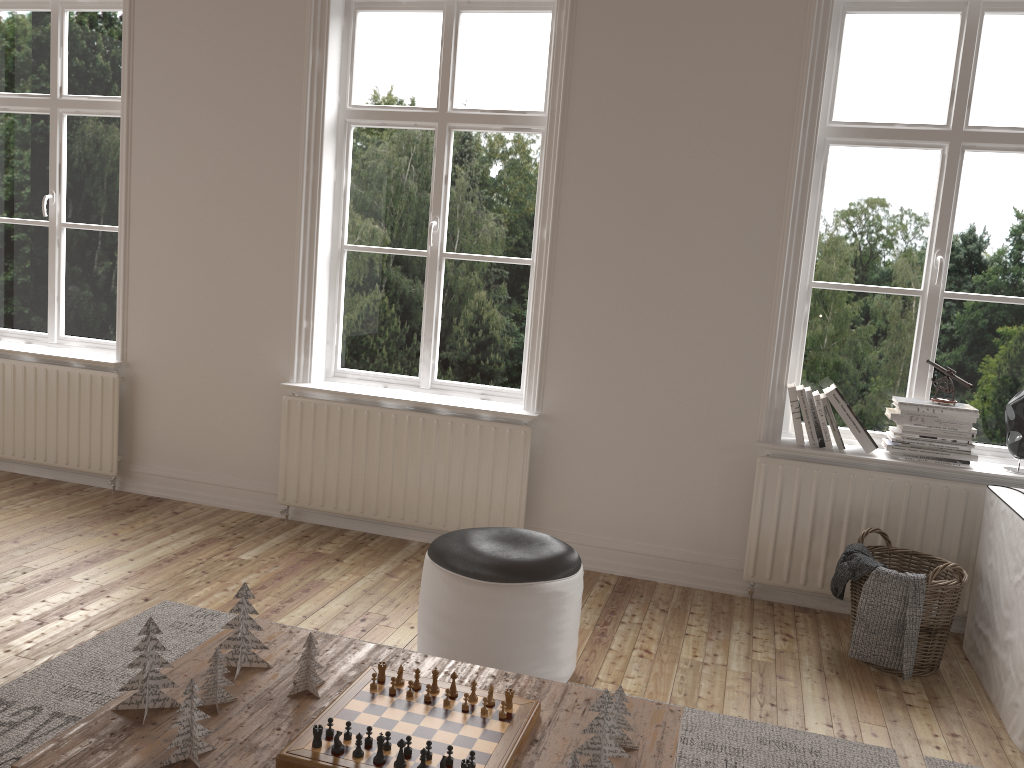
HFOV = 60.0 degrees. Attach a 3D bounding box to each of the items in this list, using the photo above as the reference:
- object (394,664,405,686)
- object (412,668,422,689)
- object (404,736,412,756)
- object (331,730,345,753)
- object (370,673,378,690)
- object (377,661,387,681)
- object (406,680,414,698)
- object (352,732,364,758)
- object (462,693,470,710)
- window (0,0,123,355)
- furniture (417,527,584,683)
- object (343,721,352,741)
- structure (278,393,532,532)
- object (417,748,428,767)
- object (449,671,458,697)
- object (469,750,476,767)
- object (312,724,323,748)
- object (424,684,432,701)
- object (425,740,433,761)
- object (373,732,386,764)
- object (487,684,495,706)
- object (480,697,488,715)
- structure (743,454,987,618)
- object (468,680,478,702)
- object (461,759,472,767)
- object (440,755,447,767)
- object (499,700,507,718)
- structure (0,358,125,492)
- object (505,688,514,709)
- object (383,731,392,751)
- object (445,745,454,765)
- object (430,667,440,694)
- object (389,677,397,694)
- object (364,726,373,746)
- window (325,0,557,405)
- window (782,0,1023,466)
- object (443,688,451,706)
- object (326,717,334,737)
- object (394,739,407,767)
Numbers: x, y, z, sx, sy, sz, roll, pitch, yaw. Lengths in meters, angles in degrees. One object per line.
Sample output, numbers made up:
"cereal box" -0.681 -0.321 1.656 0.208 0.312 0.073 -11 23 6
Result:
"object" -0.258 0.667 2.038 0.026 0.044 0.026 0 9 -29
"object" -0.217 0.670 2.027 0.022 0.047 0.022 -2 10 -42
"object" -0.205 0.713 1.753 0.017 0.037 0.017 10 9 34
"object" -0.341 0.700 1.745 0.026 0.044 0.026 0 9 -29
"object" -0.312 0.671 2.006 0.017 0.037 0.017 10 9 34
"object" -0.301 0.664 2.050 0.019 0.040 0.019 6 8 11
"object" -0.228 0.680 1.984 0.017 0.037 0.017 10 9 34
"object" -0.299 0.703 1.732 0.022 0.047 0.022 2 8 -17
"object" -0.101 0.696 1.948 0.017 0.037 0.017 10 9 34
"window" -2.431 -1.101 4.685 1.055 1.872 0.120 7 8 15
"furniture" -0.037 0.716 2.861 0.518 0.430 0.518 10 9 36
"object" -0.331 0.698 1.789 0.017 0.037 0.017 10 9 34
"structure" -0.522 0.518 4.101 1.223 0.829 0.095 7 8 15
"object" -0.170 0.718 1.697 0.022 0.047 0.022 -2 10 -42
"object" -0.132 0.676 2.005 0.025 0.055 0.025 -2 10 -42
"object" -0.078 0.728 1.718 0.017 0.037 0.017 10 9 34
"object" -0.385 0.697 1.754 0.019 0.040 0.019 6 8 11
"object" -0.186 0.685 1.974 0.017 0.037 0.017 10 9 34
"object" -0.164 0.718 1.742 0.017 0.037 0.017 10 9 34
"object" -0.255 0.703 1.718 0.025 0.058 0.025 0 9 -30
"object" -0.049 0.692 1.981 0.026 0.044 0.026 0 9 -29
"object" -0.059 0.701 1.935 0.017 0.037 0.017 10 9 34
"structure" 1.562 0.762 3.537 1.223 0.829 0.095 7 8 15
"object" -0.086 0.686 1.990 0.022 0.047 0.022 -2 10 -42
"object" -0.087 0.731 1.674 0.019 0.040 0.019 -2 10 -40
"object" -0.130 0.724 1.688 0.026 0.044 0.026 0 9 -29
"object" -0.019 0.705 1.927 0.017 0.037 0.017 10 9 34
"structure" -2.566 0.279 4.655 1.223 0.829 0.085 7 8 15
"object" -0.007 0.699 1.969 0.019 0.040 0.019 -2 10 -40
"object" -0.247 0.708 1.763 0.017 0.037 0.017 10 9 34
"object" -0.122 0.723 1.731 0.017 0.037 0.017 10 9 34
"object" -0.175 0.670 2.014 0.025 0.058 0.025 0 9 -30
"object" -0.267 0.676 1.994 0.017 0.037 0.017 10 9 34
"object" -0.286 0.703 1.777 0.017 0.037 0.017 10 9 34
"window" -0.350 -0.857 4.121 1.055 1.872 0.120 7 8 15
"window" 1.730 -0.614 3.558 1.055 1.872 0.120 7 8 15
"object" -0.143 0.691 1.961 0.017 0.037 0.017 10 9 34
"object" -0.368 0.694 1.797 0.017 0.037 0.017 4 8 -4
"object" -0.214 0.709 1.708 0.025 0.055 0.025 -2 10 -42
